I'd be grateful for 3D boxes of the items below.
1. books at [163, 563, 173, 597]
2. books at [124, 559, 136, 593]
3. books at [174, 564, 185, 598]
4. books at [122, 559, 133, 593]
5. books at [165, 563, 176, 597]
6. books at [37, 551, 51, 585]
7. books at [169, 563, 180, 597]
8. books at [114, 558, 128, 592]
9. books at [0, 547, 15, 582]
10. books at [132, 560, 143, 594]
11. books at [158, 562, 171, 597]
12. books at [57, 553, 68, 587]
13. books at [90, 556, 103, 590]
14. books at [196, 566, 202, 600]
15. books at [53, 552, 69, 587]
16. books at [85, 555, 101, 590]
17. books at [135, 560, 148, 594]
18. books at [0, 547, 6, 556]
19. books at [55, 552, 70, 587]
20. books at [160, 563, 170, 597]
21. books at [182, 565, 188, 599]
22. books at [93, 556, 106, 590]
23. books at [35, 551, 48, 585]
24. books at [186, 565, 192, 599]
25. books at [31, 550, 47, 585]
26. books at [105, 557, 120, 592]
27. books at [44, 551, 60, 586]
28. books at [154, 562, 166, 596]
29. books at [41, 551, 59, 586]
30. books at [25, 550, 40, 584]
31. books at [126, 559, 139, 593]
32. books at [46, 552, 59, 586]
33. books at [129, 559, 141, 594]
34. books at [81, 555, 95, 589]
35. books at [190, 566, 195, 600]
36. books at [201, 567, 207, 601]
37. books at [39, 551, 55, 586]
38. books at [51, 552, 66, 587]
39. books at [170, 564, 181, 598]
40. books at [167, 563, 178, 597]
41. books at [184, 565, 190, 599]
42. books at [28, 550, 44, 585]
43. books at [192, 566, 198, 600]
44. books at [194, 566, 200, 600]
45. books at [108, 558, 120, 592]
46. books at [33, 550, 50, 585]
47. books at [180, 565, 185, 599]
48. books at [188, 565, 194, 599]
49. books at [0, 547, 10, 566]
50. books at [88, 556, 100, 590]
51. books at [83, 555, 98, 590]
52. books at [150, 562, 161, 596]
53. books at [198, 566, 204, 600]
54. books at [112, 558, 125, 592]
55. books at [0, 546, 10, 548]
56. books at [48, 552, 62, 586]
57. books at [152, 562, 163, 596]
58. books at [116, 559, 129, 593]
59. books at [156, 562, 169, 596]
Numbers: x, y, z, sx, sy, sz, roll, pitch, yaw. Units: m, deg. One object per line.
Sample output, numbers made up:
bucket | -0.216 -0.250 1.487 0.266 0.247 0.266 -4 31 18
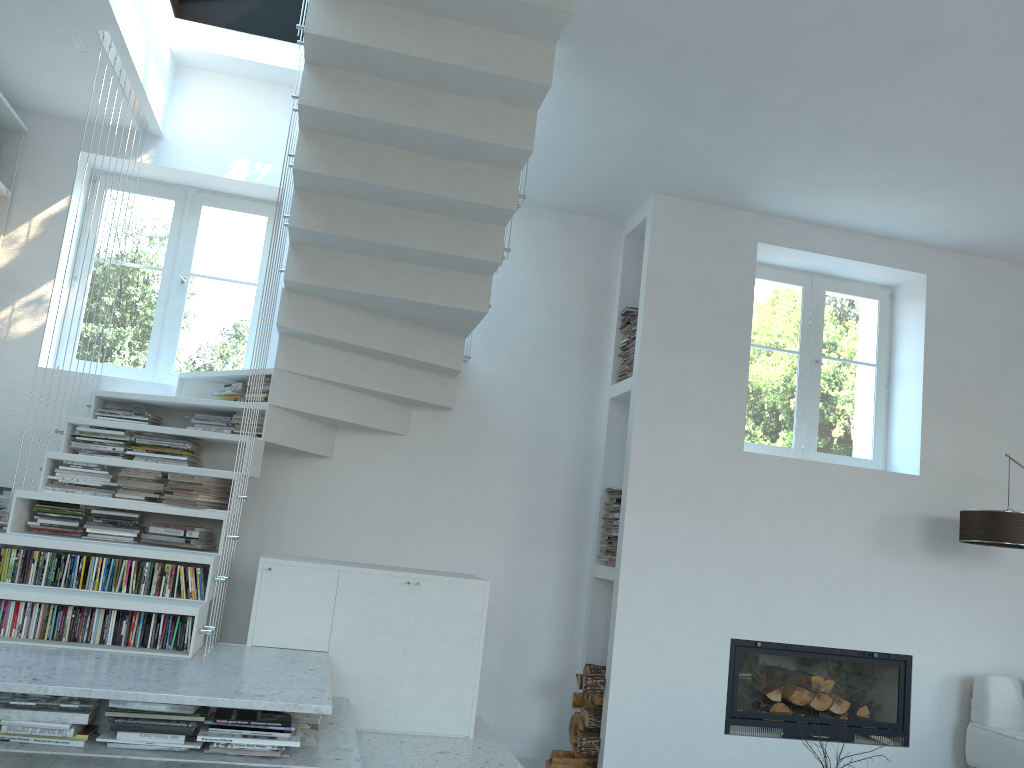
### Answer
books | -1.359 0.774 3.511 0.008 0.125 0.125 8 -10 -11
books | -1.499 0.753 3.483 0.009 0.125 0.125 8 -10 -11
books | -1.320 0.780 3.519 0.011 0.125 0.125 8 -10 -11
books | -1.508 0.752 3.481 0.013 0.125 0.125 8 -10 -11
books | -1.352 0.775 3.512 0.008 0.125 0.125 8 -10 -11
books | -1.798 0.709 3.423 0.008 0.125 0.125 8 -10 -11
books | -1.337 0.777 3.515 0.007 0.125 0.125 8 -10 -11
books | -1.533 0.748 3.476 0.009 0.125 0.125 8 -10 -11
books | -1.933 0.690 3.396 0.008 0.125 0.125 8 -10 -11
books | -1.472 0.758 3.488 0.018 0.125 0.125 8 -10 -11
books | -1.375 0.772 3.508 0.010 0.125 0.125 8 -10 -11
books | -1.732 0.719 3.436 0.008 0.125 0.125 8 -10 -11
books | -1.615 0.736 3.460 0.008 0.125 0.125 8 -10 -11
books | -1.242 0.793 3.534 0.034 0.123 0.125 8 -10 -11
books | -1.746 0.717 3.433 0.007 0.125 0.125 8 -10 -11
books | -1.632 0.734 3.456 0.007 0.125 0.125 8 -10 -11
books | -1.458 0.759 3.491 0.009 0.125 0.125 8 -10 -11
books | -1.947 0.687 3.393 0.009 0.125 0.125 8 -10 -11
books | -1.739 0.718 3.435 0.008 0.125 0.125 8 -10 -11
books | -1.368 0.773 3.509 0.010 0.125 0.125 8 -10 -11
books | -1.295 0.785 3.523 0.035 0.123 0.125 8 -10 -11
books | -1.607 0.737 3.461 0.008 0.125 0.125 8 -10 -11
books | -1.805 0.708 3.422 0.007 0.125 0.125 8 -10 -11
books | -1.279 0.787 3.527 0.034 0.123 0.125 8 -10 -11
books | -1.820 0.706 3.418 0.009 0.125 0.125 8 -10 -11
books | -1.561 0.744 3.470 0.013 0.125 0.125 8 -10 -11
books | -1.776 0.713 3.427 0.008 0.125 0.125 8 -10 -11
books | -1.389 0.770 3.505 0.008 0.125 0.125 8 -10 -11
books | -1.783 0.712 3.426 0.008 0.125 0.125 8 -10 -11
books | -1.837 0.704 3.415 0.010 0.125 0.125 8 -10 -11
books | -1.492 0.755 3.484 0.007 0.125 0.125 8 -10 -11
books | -1.768 0.714 3.429 0.008 0.125 0.125 8 -10 -11
books | -1.482 0.756 3.486 0.012 0.125 0.125 8 -10 -11
books | -1.647 0.732 3.453 0.007 0.125 0.125 8 -10 -11
books | -1.265 0.790 3.530 0.035 0.123 0.125 8 -10 -11
books | -1.226 0.795 3.537 0.034 0.123 0.125 8 -10 -11
books | -1.791 0.710 3.424 0.008 0.125 0.125 8 -10 -11
books | -1.753 0.716 3.432 0.007 0.125 0.125 8 -10 -11
books | -1.330 0.778 3.517 0.008 0.125 0.125 8 -10 -11
books | -1.344 0.776 3.514 0.008 0.125 0.125 8 -10 -11
books | -1.287 0.786 3.525 0.036 0.123 0.125 8 -10 -11
books | -1.829 0.705 3.417 0.007 0.125 0.125 8 -10 -11
books | -1.257 0.791 3.531 0.036 0.123 0.125 8 -10 -11
books | -1.250 0.792 3.533 0.035 0.123 0.125 8 -10 -11
books | -1.552 0.746 3.472 0.009 0.125 0.125 8 -10 -11
books | -1.813 0.707 3.420 0.009 0.125 0.125 8 -10 -11
books | -1.303 0.784 3.522 0.034 0.123 0.125 8 -10 -11
books | -1.272 0.788 3.528 0.034 0.123 0.125 8 -10 -11
books | -1.940 0.689 3.395 0.007 0.125 0.125 8 -10 -11
books | -1.625 0.735 3.458 0.010 0.125 0.125 8 -10 -11
books | -1.640 0.733 3.455 0.007 0.125 0.125 8 -10 -11
books | -1.403 0.768 3.502 0.007 0.125 0.125 8 -10 -11
books | -1.234 0.794 3.536 0.036 0.123 0.125 8 -10 -11
books | -1.542 0.747 3.474 0.011 0.125 0.125 8 -10 -11
books | -1.955 0.686 3.392 0.008 0.125 0.125 8 -10 -11
books | -1.760 0.715 3.431 0.007 0.125 0.125 8 -10 -11
books | -1.395 0.769 3.504 0.008 0.125 0.125 8 -10 -11
books | -1.522 0.750 3.478 0.016 0.125 0.125 8 -10 -11
books | -1.382 0.771 3.506 0.008 0.125 0.125 8 -10 -11
